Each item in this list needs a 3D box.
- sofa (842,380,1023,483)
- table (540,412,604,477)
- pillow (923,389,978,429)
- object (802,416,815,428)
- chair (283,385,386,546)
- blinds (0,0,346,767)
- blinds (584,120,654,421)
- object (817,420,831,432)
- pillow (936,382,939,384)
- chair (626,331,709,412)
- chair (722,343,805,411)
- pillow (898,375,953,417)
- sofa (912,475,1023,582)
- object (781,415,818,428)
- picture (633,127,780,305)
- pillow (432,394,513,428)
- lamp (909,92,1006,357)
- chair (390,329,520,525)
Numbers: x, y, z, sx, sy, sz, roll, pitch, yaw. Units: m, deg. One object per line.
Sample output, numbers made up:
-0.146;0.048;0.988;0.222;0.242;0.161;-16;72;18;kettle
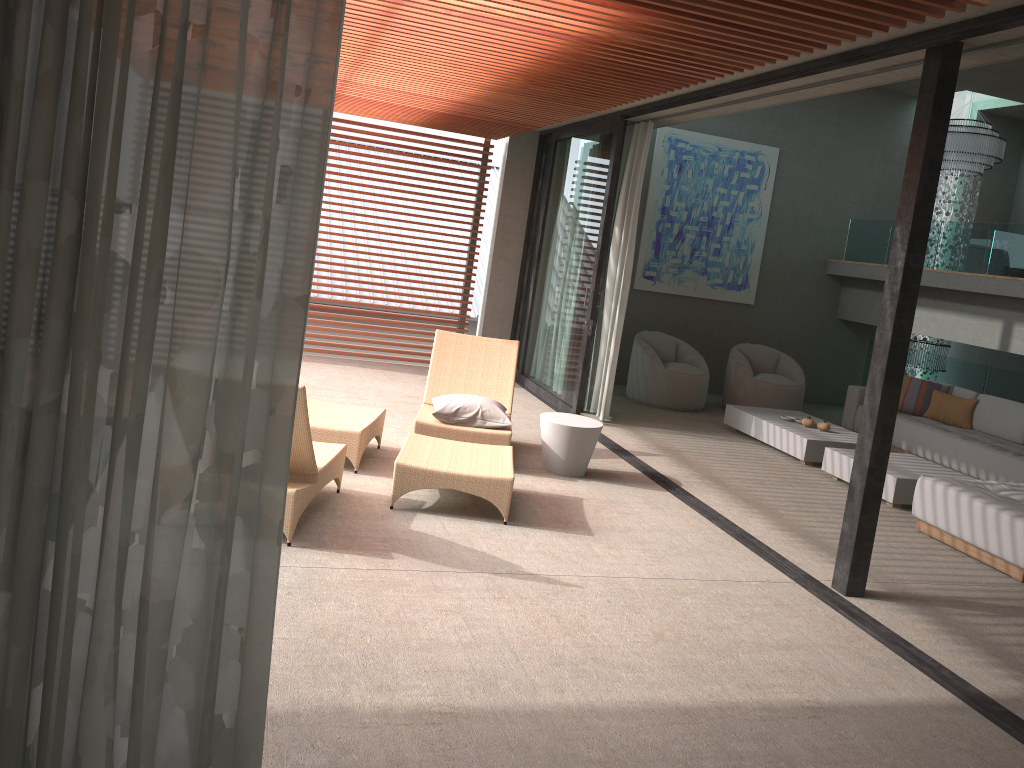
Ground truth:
4.629;0.565;8.270;1.046;0.747;3.500;6;9;-17;sofa
0.415;0.457;6.564;0.473;0.390;0.480;3;9;-35;table
4.526;0.261;9.111;0.467;0.322;0.226;14;8;36;pillow
2.854;0.363;8.506;0.119;0.105;0.121;7;7;-12;object
-1.314;0.189;5.341;0.700;0.820;2.315;8;9;2;chair
-0.818;-0.251;1.817;0.882;2.914;0.232;6;5;-20;blinds
0.829;-1.300;9.638;0.222;2.903;2.452;7;7;-17;blinds
2.968;0.396;8.404;0.120;0.105;0.120;11;8;18;object
4.321;0.147;9.604;0.621;0.417;0.312;11;7;20;pillow
1.827;-0.162;10.247;0.920;0.782;0.930;7;7;-13;chair
3.006;-0.033;10.497;0.923;0.782;0.927;9;7;7;chair
4.323;0.137;9.405;0.659;0.439;0.341;12;7;27;pillow
3.748;0.822;5.992;1.592;0.728;1.024;6;8;-16;sofa
2.846;0.374;8.642;0.440;0.039;0.155;13;10;29;object
2.491;-2.124;11.273;1.715;2.035;0.030;6;5;-16;picture
-0.304;0.190;6.571;0.594;0.193;0.600;7;9;-5;pillow
5.824;-1.948;11.866;0.996;3.912;1.010;5;6;-36;lamp
-0.326;0.185;6.230;0.700;0.820;2.317;8;9;-2;chair
